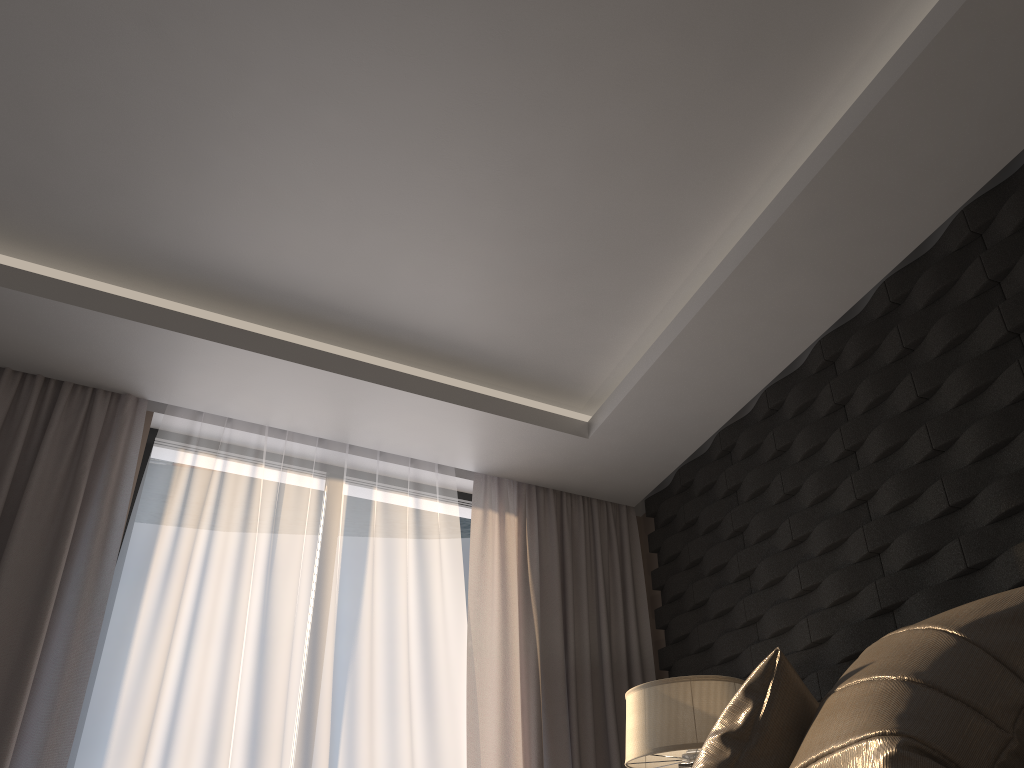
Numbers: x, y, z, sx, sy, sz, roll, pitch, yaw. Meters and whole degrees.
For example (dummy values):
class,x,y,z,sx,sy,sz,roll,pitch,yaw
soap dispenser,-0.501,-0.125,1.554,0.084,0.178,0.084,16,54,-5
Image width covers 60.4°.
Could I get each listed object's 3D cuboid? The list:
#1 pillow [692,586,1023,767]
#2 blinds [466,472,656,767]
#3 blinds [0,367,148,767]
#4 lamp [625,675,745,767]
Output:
class,x,y,z,sx,sy,sz,roll,pitch,yaw
pillow,0.784,0.631,1.712,0.930,0.519,1.214,9,-34,-18
blinds,0.300,1.508,3.885,1.044,2.648,0.325,18,-36,-26
blinds,-1.870,0.887,2.656,1.095,2.649,0.342,17,-36,-26
lamp,0.611,1.341,2.907,0.460,0.632,0.471,-7,-33,9
